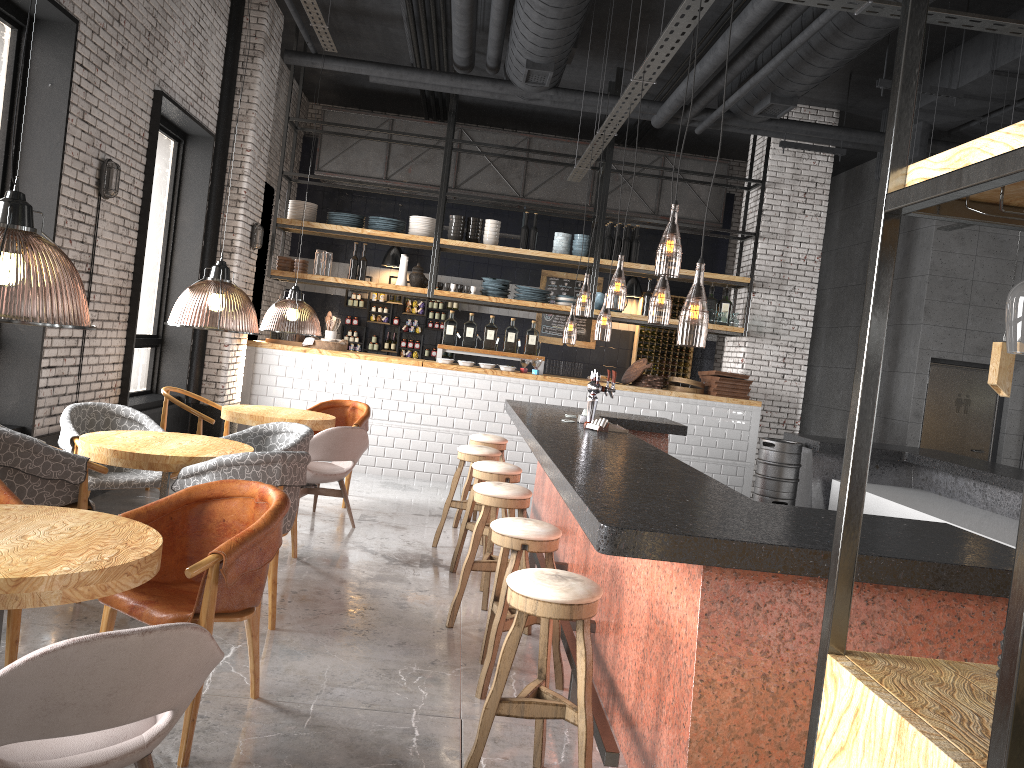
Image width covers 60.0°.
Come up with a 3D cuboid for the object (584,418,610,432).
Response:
[{"bbox_3d":[0.588,0.273,6.136,0.091,0.091,0.178,6,2,-29],"label":"object"}]

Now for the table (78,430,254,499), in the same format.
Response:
[{"bbox_3d":[-2.003,0.738,5.072,0.933,0.809,0.931,9,3,44],"label":"table"}]

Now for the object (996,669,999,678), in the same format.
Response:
[{"bbox_3d":[0.968,0.563,1.514,0.257,0.067,0.257,6,2,-11],"label":"object"}]

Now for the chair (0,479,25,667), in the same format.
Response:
[{"bbox_3d":[-2.206,0.743,3.271,0.644,0.928,0.680,8,2,39],"label":"chair"}]

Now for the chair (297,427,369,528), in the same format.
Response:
[{"bbox_3d":[-1.548,0.702,7.016,0.770,0.850,0.803,5,2,-44],"label":"chair"}]

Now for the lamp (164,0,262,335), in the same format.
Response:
[{"bbox_3d":[-1.579,-1.507,5.096,0.537,2.405,0.536,8,2,38],"label":"lamp"}]

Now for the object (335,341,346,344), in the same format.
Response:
[{"bbox_3d":[-1.978,-0.450,10.123,0.160,0.075,0.161,5,3,-40],"label":"object"}]

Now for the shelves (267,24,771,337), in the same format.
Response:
[{"bbox_3d":[0.149,-2.433,10.671,5.676,3.065,0.598,7,1,-3],"label":"shelves"}]

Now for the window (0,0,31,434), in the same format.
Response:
[{"bbox_3d":[-3.158,-0.984,4.976,0.365,2.696,1.536,7,1,-4],"label":"window"}]

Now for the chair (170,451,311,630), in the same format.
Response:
[{"bbox_3d":[-1.415,0.779,4.713,0.644,0.928,0.680,8,2,41],"label":"chair"}]

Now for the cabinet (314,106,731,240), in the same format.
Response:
[{"bbox_3d":[0.119,-2.694,12.955,5.862,1.768,0.682,7,1,-3],"label":"cabinet"}]

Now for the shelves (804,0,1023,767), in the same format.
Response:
[{"bbox_3d":[2.641,-0.679,1.569,3.659,5.017,0.690,7,1,-3],"label":"shelves"}]

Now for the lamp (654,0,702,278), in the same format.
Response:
[{"bbox_3d":[0.753,-1.251,3.758,0.108,1.598,0.108,8,1,28],"label":"lamp"}]

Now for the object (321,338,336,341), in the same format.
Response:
[{"bbox_3d":[-2.073,-0.475,9.992,0.160,0.078,0.161,6,2,-25],"label":"object"}]

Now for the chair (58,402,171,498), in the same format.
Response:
[{"bbox_3d":[-2.549,0.606,5.590,0.644,0.928,0.680,8,2,41],"label":"chair"}]

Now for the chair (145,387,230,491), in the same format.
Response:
[{"bbox_3d":[-2.751,0.507,7.525,0.644,0.920,0.613,7,2,3],"label":"chair"}]

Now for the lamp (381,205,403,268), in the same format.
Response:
[{"bbox_3d":[-1.741,-2.245,13.441,0.390,0.937,0.390,7,1,-1],"label":"lamp"}]

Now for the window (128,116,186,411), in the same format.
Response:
[{"bbox_3d":[-3.341,-1.136,8.172,0.365,2.696,1.536,7,1,-4],"label":"window"}]

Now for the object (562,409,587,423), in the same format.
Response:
[{"bbox_3d":[0.457,0.217,6.956,0.200,0.106,0.767,7,2,-4],"label":"object"}]

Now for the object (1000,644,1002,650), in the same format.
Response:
[{"bbox_3d":[0.975,0.514,1.513,0.257,0.072,0.257,6,3,-31],"label":"object"}]

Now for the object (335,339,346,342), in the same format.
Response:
[{"bbox_3d":[-1.978,-0.469,10.123,0.160,0.078,0.160,5,3,-40],"label":"object"}]

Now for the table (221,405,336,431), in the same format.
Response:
[{"bbox_3d":[-2.005,0.639,7.479,0.933,0.809,0.931,8,2,39],"label":"table"}]

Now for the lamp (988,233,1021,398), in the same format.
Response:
[{"bbox_3d":[4.124,-0.665,7.341,0.127,1.546,0.127,7,1,-4],"label":"lamp"}]

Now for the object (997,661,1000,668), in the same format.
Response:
[{"bbox_3d":[0.971,0.539,1.514,0.257,0.075,0.257,7,2,-4],"label":"object"}]

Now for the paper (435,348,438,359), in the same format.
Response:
[{"bbox_3d":[-0.879,-0.378,10.366,0.012,0.164,0.108,7,2,-4],"label":"paper"}]

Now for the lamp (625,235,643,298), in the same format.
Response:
[{"bbox_3d":[1.875,-1.816,13.626,0.390,0.937,0.390,7,1,-1],"label":"lamp"}]

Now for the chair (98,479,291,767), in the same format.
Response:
[{"bbox_3d":[-1.176,0.860,3.428,0.682,0.928,0.643,8,2,34],"label":"chair"}]

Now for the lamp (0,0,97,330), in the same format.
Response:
[{"bbox_3d":[-1.443,-1.394,2.732,0.537,2.405,0.536,8,2,38],"label":"lamp"}]

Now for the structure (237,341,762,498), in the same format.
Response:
[{"bbox_3d":[-0.154,0.495,10.661,5.799,1.345,1.512,7,2,-3],"label":"structure"}]

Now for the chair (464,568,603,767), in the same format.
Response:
[{"bbox_3d":[0.131,1.072,3.079,0.480,0.805,0.439,5,2,-45],"label":"chair"}]

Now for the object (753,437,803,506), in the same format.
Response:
[{"bbox_3d":[2.411,1.029,8.138,0.400,1.035,0.397,8,2,32],"label":"object"}]

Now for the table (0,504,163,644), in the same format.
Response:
[{"bbox_3d":[-1.637,0.876,2.778,0.933,0.809,0.931,9,3,44],"label":"table"}]

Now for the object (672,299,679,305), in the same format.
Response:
[{"bbox_3d":[2.539,-1.272,13.698,0.079,0.079,0.284,7,2,-4],"label":"object"}]

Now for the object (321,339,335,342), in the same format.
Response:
[{"bbox_3d":[-2.076,-0.457,9.991,0.160,0.075,0.161,6,2,-25],"label":"object"}]

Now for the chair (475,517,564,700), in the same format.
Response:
[{"bbox_3d":[0.016,1.041,4.243,0.480,0.805,0.439,6,2,-25],"label":"chair"}]

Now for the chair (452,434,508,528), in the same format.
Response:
[{"bbox_3d":[-0.294,0.833,7.678,0.438,0.805,0.481,6,2,-35],"label":"chair"}]

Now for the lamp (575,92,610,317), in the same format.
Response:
[{"bbox_3d":[0.595,-1.274,6.302,0.108,1.598,0.108,8,1,28],"label":"lamp"}]

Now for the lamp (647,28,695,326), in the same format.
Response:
[{"bbox_3d":[0.805,-1.017,4.344,0.108,1.461,0.108,6,1,-32],"label":"lamp"}]

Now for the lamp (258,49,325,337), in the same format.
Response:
[{"bbox_3d":[-1.712,-1.617,7.409,0.537,2.405,0.536,8,2,38],"label":"lamp"}]

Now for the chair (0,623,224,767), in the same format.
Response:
[{"bbox_3d":[-1.180,0.939,2.315,0.770,0.850,0.803,5,2,-44],"label":"chair"}]

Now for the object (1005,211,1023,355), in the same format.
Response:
[{"bbox_3d":[0.977,-0.186,1.641,0.101,0.267,0.101,6,2,-40],"label":"object"}]

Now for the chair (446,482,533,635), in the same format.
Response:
[{"bbox_3d":[-0.144,0.960,5.030,0.438,0.805,0.481,6,2,-30],"label":"chair"}]

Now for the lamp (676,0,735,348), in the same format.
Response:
[{"bbox_3d":[0.748,-0.929,3.225,0.108,1.598,0.108,8,1,28],"label":"lamp"}]

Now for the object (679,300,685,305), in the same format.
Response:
[{"bbox_3d":[2.633,-1.261,13.708,0.079,0.079,0.284,7,2,-4],"label":"object"}]

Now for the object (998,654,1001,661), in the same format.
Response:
[{"bbox_3d":[0.972,0.532,1.514,0.257,0.075,0.257,8,2,22],"label":"object"}]

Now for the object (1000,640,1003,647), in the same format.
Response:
[{"bbox_3d":[0.975,0.510,1.514,0.257,0.072,0.257,7,2,-4],"label":"object"}]

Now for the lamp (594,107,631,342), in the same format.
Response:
[{"bbox_3d":[0.670,-1.068,5.658,0.108,1.598,0.108,6,1,-22],"label":"lamp"}]

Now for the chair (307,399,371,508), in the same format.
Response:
[{"bbox_3d":[-1.600,0.618,8.115,0.681,0.928,0.643,7,2,19],"label":"chair"}]

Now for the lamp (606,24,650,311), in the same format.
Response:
[{"bbox_3d":[0.672,-1.209,4.954,0.108,1.598,0.108,8,1,28],"label":"lamp"}]

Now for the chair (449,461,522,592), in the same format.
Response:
[{"bbox_3d":[-0.174,0.917,5.986,0.439,0.805,0.480,8,2,35],"label":"chair"}]

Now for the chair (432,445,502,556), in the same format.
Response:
[{"bbox_3d":[-0.280,0.874,6.719,0.480,0.805,0.439,6,2,-30],"label":"chair"}]

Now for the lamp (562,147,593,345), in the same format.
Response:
[{"bbox_3d":[0.537,-1.105,6.895,0.108,1.598,0.108,8,1,28],"label":"lamp"}]

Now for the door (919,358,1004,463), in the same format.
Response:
[{"bbox_3d":[5.691,0.756,11.409,1.120,2.102,0.158,7,1,-3],"label":"door"}]

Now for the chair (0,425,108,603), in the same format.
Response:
[{"bbox_3d":[-2.574,0.644,4.590,0.682,0.928,0.643,8,2,41],"label":"chair"}]

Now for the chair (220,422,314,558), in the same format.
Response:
[{"bbox_3d":[-1.598,0.716,5.717,0.682,0.928,0.643,8,2,41],"label":"chair"}]

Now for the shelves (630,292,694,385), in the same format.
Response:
[{"bbox_3d":[2.322,-0.306,13.801,0.889,2.147,0.251,7,1,-3],"label":"shelves"}]

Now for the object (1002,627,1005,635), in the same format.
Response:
[{"bbox_3d":[0.979,0.485,1.513,0.257,0.076,0.256,8,3,34],"label":"object"}]

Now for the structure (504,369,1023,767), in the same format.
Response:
[{"bbox_3d":[2.197,0.880,5.694,4.309,1.533,5.880,7,2,-4],"label":"structure"}]

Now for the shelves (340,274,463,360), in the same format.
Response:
[{"bbox_3d":[-1.707,-0.890,13.600,1.761,1.481,0.157,7,1,-3],"label":"shelves"}]
